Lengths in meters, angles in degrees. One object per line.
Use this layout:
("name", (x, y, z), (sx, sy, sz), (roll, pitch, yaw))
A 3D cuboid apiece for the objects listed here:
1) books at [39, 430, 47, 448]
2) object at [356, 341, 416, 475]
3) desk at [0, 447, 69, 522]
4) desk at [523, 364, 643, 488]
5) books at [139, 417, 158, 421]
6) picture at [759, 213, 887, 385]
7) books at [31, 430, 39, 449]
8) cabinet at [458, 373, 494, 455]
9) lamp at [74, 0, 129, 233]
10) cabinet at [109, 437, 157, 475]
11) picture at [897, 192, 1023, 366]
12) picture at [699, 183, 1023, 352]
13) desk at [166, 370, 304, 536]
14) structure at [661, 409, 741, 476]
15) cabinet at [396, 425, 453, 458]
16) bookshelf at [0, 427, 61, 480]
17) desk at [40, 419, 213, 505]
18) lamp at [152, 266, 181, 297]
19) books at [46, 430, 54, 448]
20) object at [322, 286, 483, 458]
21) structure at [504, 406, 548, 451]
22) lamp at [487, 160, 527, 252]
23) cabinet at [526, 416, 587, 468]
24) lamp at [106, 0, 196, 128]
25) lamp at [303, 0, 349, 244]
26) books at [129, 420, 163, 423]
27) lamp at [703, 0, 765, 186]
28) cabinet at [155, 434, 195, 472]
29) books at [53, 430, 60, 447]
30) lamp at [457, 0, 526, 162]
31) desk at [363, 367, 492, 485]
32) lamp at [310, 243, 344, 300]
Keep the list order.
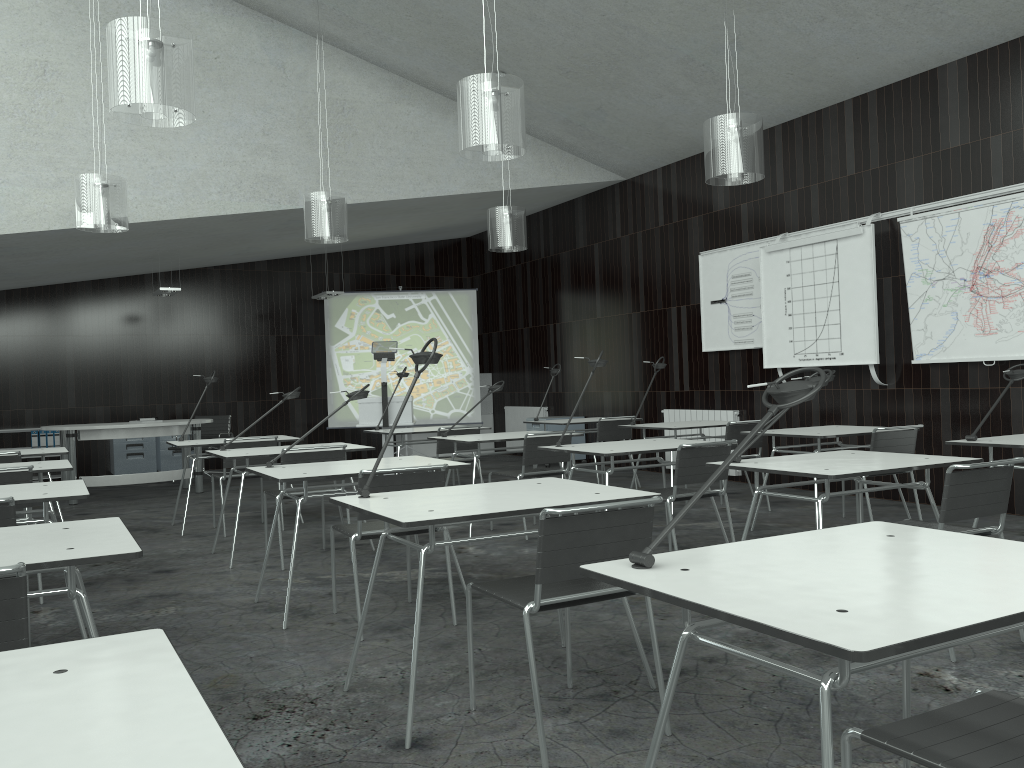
("books", (-5.524, 0.761, 10.446), (0.072, 0.320, 0.262), (-2, 0, -29))
("object", (-1.232, 0.342, 8.710), (0.559, 1.639, 0.680), (-2, 0, -5))
("desk", (-3.535, 0.586, 6.048), (0.900, 1.321, 0.700), (-2, 0, -29))
("desk", (0.664, 0.436, 8.336), (0.900, 1.321, 0.700), (-2, 0, -29))
("books", (-3.654, 0.392, 8.920), (0.164, 0.032, 0.183), (-2, 0, -16))
("picture", (2.575, -0.731, 7.349), (0.254, 1.508, 1.191), (-2, 0, -29))
("books", (-5.599, 0.764, 10.404), (0.072, 0.320, 0.262), (-2, 0, -29))
("cabinet", (-0.697, 0.485, 12.984), (0.639, 1.285, 0.587), (-2, 0, -29))
("lamp", (-3.033, -2.681, 6.461), (0.350, 2.848, 0.359), (-2, 0, -29))
("cabinet", (-4.625, 0.952, 10.823), (0.502, 0.648, 0.598), (-2, 0, -29))
("picture", (3.269, -0.811, 6.159), (0.163, 1.342, 1.211), (-2, 0, -29))
("picture", (2.796, -0.932, 7.157), (0.050, 1.102, 3.818), (-2, 0, -29))
("desk", (-2.125, 0.536, 6.786), (0.900, 1.321, 0.700), (-2, 0, -28))
("structure", (1.877, 0.631, 8.898), (0.079, 0.688, 1.129), (-2, 0, -29))
("cabinet", (-1.264, 0.505, 12.673), (0.639, 1.285, 0.587), (-2, 0, -29))
("bookshelf", (-5.669, 0.942, 10.355), (0.817, 0.739, 0.403), (-2, 0, -29))
("desk", (-3.757, 0.840, 8.815), (1.600, 0.818, 0.910), (-2, 0, -34))
("lamp", (-3.801, -2.878, 9.596), (0.212, 3.595, 0.600), (-2, 0, -29))
("books", (-5.458, 0.759, 10.482), (0.072, 0.320, 0.262), (-2, 0, -29))
("object", (-1.428, -0.140, 11.663), (2.051, 2.602, 0.673), (-2, 0, -4))
("structure", (0.183, 0.683, 11.993), (0.079, 0.688, 1.129), (-2, 0, -29))
("lamp", (-0.068, -2.243, 8.077), (0.350, 1.761, 0.359), (-2, 0, -29))
("cabinet", (0.538, 0.774, 10.825), (0.598, 0.648, 0.502), (-2, 0, -29))
("lamp", (-1.616, -2.725, 3.872), (0.350, 2.848, 0.359), (-2, 0, -29))
("lamp", (-1.558, -2.463, 7.265), (0.350, 2.307, 0.359), (-2, 0, -29))
("books", (-3.693, 0.419, 8.944), (0.297, 0.021, 0.210), (-2, 0, 44))
("lamp", (1.349, -2.286, 5.487), (0.350, 1.761, 0.359), (-2, 0, -29))
("cabinet", (-4.174, 0.936, 11.070), (0.502, 0.648, 0.598), (-2, 0, -29))
("books", (-5.392, 0.756, 10.518), (0.072, 0.320, 0.262), (-2, 0, -29))
("lamp", (-0.141, -2.506, 4.676), (0.350, 2.307, 0.359), (-2, 0, -29))
("desk", (-0.726, 0.486, 7.564), (0.900, 1.321, 0.700), (-2, 0, -29))
("lamp", (-2.235, -2.933, 10.454), (0.212, 3.595, 0.600), (-2, 0, -29))
